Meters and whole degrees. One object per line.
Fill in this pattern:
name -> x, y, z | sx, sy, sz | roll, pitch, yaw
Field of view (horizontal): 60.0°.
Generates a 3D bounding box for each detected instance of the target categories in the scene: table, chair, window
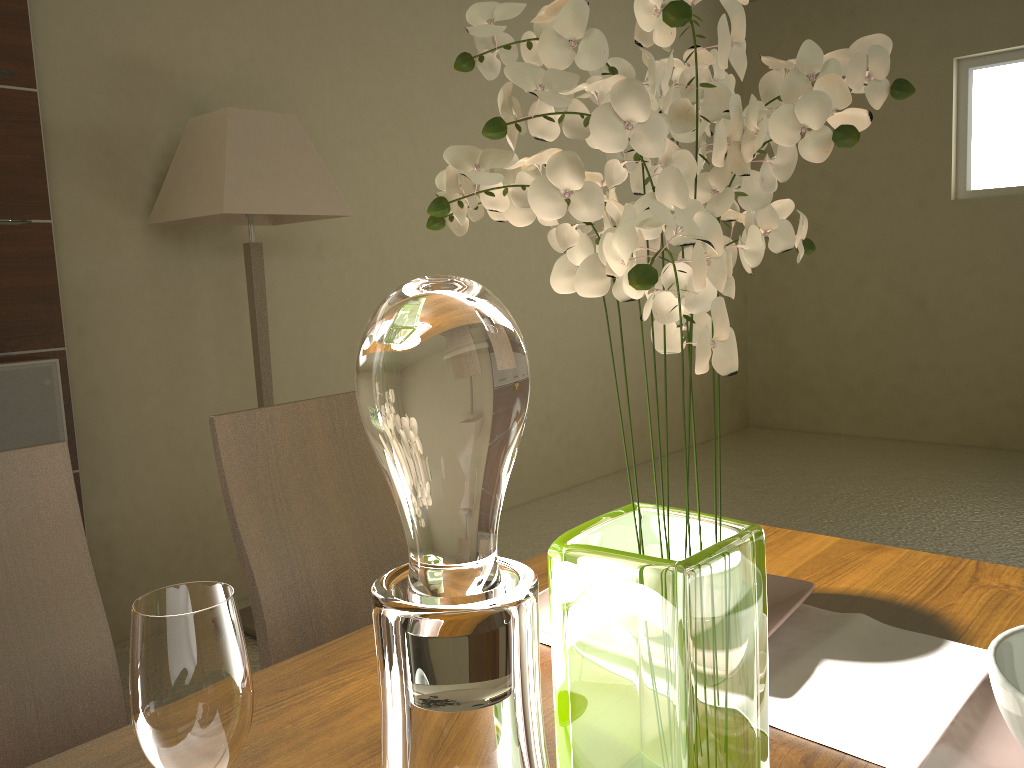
table -> 0.178, 0.725, 0.795 | 1.000, 0.790, 1.411 | 4, 10, 42
chair -> -0.154, 0.543, 1.456 | 0.507, 1.017, 0.404 | 3, 9, 39
chair -> -0.538, 0.617, 1.013 | 0.507, 1.017, 0.404 | 4, 10, 42
window -> 3.533, -1.515, 4.834 | 2.025, 0.848, 0.100 | 4, 10, 42

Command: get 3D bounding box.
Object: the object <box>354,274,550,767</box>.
object -> -0.012, 0.179, 0.285 | 0.156, 0.426, 0.156 | -3, 7, -7

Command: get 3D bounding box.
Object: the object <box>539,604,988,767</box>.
object -> 0.315, 0.295, 0.954 | 0.589, 0.010, 0.287 | 5, 10, 45

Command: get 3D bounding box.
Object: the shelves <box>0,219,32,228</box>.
shelves -> -2.290, -0.321, 1.719 | 0.255, 0.008, 2.463 | 4, 10, 42

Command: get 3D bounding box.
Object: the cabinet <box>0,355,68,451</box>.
cabinet -> -2.215, 0.354, 1.765 | 0.372, 0.570, 2.463 | 4, 10, 42

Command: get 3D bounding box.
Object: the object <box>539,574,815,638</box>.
object -> 0.180, 0.272, 1.057 | 0.283, 0.033, 0.283 | 3, 9, 36

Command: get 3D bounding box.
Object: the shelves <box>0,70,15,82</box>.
shelves -> -2.308, -0.726, 1.667 | 0.255, 0.008, 2.463 | 4, 10, 42

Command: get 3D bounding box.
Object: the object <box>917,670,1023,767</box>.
object -> 0.483, 0.309, 0.666 | 0.283, 0.041, 0.283 | 4, 10, 41

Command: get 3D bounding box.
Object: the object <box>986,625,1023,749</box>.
object -> 0.484, 0.269, 0.659 | 0.233, 0.107, 0.232 | -8, 9, -36

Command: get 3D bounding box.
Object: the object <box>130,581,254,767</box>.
object -> -0.205, 0.252, 0.583 | 0.075, 0.232, 0.075 | -3, 7, 1

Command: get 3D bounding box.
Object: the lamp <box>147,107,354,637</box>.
lamp -> -0.872, -0.022, 3.118 | 0.499, 1.782, 0.499 | 4, 10, 42

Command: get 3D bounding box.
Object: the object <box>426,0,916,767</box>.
object -> 0.092, 0.049, 0.606 | 0.304, 0.608, 0.302 | 5, 10, 45
